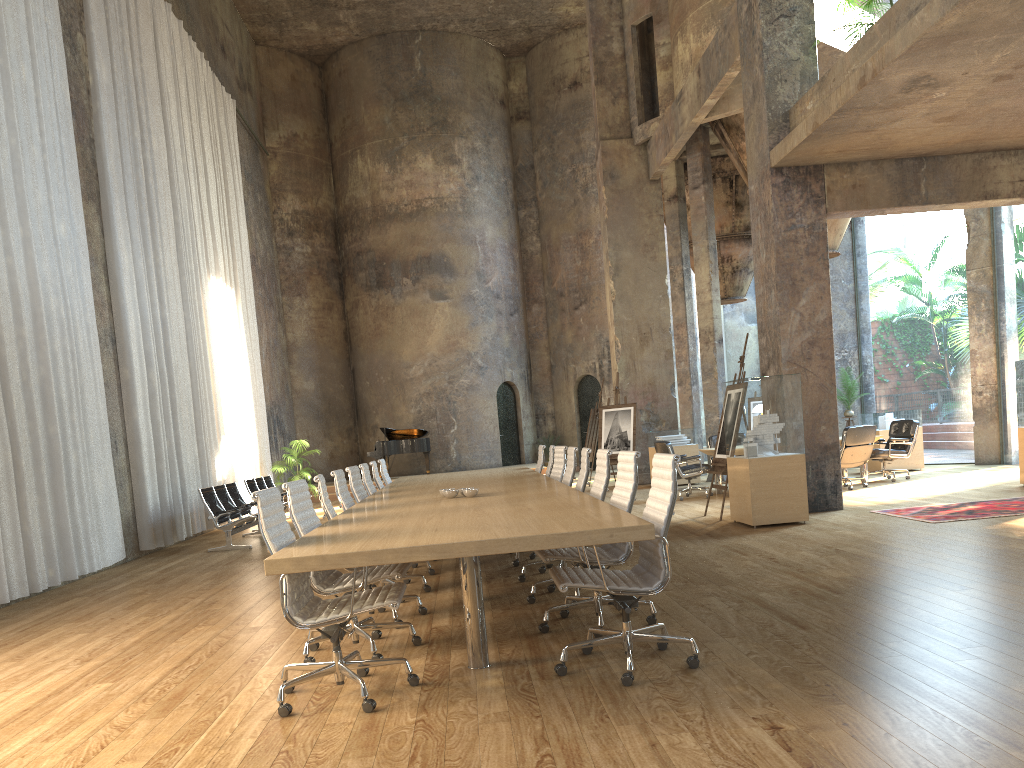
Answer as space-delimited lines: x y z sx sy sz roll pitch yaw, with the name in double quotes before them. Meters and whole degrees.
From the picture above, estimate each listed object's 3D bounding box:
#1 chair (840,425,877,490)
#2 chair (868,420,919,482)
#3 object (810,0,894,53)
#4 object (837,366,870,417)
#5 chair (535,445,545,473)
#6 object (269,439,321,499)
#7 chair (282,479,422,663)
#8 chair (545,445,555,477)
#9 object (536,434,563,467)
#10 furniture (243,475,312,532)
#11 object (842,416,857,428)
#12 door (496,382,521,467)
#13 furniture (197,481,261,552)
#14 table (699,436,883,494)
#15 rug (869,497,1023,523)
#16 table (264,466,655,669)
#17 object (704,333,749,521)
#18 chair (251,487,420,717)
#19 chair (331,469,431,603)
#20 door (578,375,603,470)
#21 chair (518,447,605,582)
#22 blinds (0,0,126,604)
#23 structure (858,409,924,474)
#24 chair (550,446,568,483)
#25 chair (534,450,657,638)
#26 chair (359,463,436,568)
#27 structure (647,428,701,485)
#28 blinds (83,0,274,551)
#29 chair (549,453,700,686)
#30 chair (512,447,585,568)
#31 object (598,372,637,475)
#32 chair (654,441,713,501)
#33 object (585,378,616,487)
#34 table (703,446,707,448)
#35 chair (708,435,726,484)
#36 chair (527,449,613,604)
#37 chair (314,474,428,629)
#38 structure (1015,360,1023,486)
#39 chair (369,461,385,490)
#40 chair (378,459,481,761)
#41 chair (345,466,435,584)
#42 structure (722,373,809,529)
"chair" 4.691 1.051 12.513 0.725 0.898 0.822 -6 1 -29
"chair" 5.629 1.012 13.245 0.819 0.899 0.727 -5 1 -9
"object" 3.908 -3.604 9.060 1.402 1.822 1.348 -5 2 3
"object" 5.990 0.139 15.910 0.858 0.947 0.684 -5 2 0
"chair" 0.126 1.266 10.539 0.699 1.033 0.661 -5 2 2
"object" -4.436 1.885 18.151 1.089 1.467 1.126 -5 2 -12
"chair" -0.918 1.043 5.072 0.700 1.033 0.661 -5 2 5
"chair" 0.209 1.210 9.679 0.700 1.033 0.661 -5 2 5
"object" 1.072 1.841 24.470 0.913 0.998 0.901 -5 1 8
"furniture" -3.859 1.940 14.678 0.708 0.846 1.866 -5 -2 -3
"object" 6.231 1.073 15.912 0.573 0.979 0.652 -3 3 33
"door" -0.147 1.085 23.936 0.091 2.313 0.894 -1 5 45
"furniture" -3.727 1.792 12.299 0.708 0.846 1.866 -5 -2 -3
"table" 4.155 1.231 13.183 2.408 0.705 1.101 -5 -1 -3
"rug" 5.161 1.251 9.027 2.461 0.009 1.342 -5 -3 -3
"table" -0.388 1.265 7.452 1.600 0.762 7.692 -5 -3 -3
"object" 2.591 0.499 10.225 0.684 2.162 0.696 -5 4 -4
"chair" -0.841 0.987 4.212 0.699 1.033 0.661 -5 2 2
"chair" -1.029 1.155 6.854 0.699 1.033 0.661 -5 2 2
"door" 2.220 1.054 24.054 0.905 2.650 0.110 -2 5 39
"chair" 0.357 1.044 7.019 0.700 1.033 0.661 -5 2 5
"blinds" -4.822 -2.440 6.459 0.275 8.702 7.793 -5 1 -2
"structure" 6.425 0.976 14.912 0.734 1.022 0.740 -5 2 -3
"chair" 0.265 1.156 8.827 0.698 1.033 0.662 -5 2 -4
"chair" 0.462 0.931 5.210 0.699 1.033 0.661 -5 2 0
"chair" -1.127 1.265 8.626 0.699 1.033 0.661 -5 2 2
"structure" 2.953 1.343 16.053 0.743 1.022 0.731 -5 2 -3
"blinds" -5.300 -1.904 15.072 0.275 8.702 7.793 -5 1 -2
"chair" 0.513 0.872 4.265 0.699 1.033 0.661 -5 2 3
"chair" 0.311 1.099 7.897 0.699 1.033 0.661 -5 2 2
"object" 1.850 0.852 15.261 0.704 2.162 0.677 -3 4 29
"chair" 2.600 1.266 13.112 0.819 0.899 0.727 -5 1 -7
"object" 1.640 0.978 17.138 0.686 2.162 0.694 -3 4 23
"table" 3.640 1.708 19.376 1.869 0.550 0.938 -5 -1 -3
"chair" 3.504 1.234 13.905 0.730 0.898 0.817 -5 1 4
"chair" 0.410 0.988 6.124 0.699 1.033 0.661 -5 2 2
"chair" -0.966 1.096 5.925 0.698 1.033 0.662 -5 2 -4
"structure" 6.538 0.444 10.462 0.594 1.558 0.738 -5 3 -3
"chair" -1.180 1.322 9.541 0.699 1.033 0.661 -5 2 0
"chair" 1.597 1.147 10.564 12.941 1.037 31.414 -5 -3 -3
"chair" -1.075 1.209 7.731 0.700 1.033 0.661 -5 2 5
"structure" 2.684 0.714 9.358 0.594 1.558 0.738 -5 3 -3
